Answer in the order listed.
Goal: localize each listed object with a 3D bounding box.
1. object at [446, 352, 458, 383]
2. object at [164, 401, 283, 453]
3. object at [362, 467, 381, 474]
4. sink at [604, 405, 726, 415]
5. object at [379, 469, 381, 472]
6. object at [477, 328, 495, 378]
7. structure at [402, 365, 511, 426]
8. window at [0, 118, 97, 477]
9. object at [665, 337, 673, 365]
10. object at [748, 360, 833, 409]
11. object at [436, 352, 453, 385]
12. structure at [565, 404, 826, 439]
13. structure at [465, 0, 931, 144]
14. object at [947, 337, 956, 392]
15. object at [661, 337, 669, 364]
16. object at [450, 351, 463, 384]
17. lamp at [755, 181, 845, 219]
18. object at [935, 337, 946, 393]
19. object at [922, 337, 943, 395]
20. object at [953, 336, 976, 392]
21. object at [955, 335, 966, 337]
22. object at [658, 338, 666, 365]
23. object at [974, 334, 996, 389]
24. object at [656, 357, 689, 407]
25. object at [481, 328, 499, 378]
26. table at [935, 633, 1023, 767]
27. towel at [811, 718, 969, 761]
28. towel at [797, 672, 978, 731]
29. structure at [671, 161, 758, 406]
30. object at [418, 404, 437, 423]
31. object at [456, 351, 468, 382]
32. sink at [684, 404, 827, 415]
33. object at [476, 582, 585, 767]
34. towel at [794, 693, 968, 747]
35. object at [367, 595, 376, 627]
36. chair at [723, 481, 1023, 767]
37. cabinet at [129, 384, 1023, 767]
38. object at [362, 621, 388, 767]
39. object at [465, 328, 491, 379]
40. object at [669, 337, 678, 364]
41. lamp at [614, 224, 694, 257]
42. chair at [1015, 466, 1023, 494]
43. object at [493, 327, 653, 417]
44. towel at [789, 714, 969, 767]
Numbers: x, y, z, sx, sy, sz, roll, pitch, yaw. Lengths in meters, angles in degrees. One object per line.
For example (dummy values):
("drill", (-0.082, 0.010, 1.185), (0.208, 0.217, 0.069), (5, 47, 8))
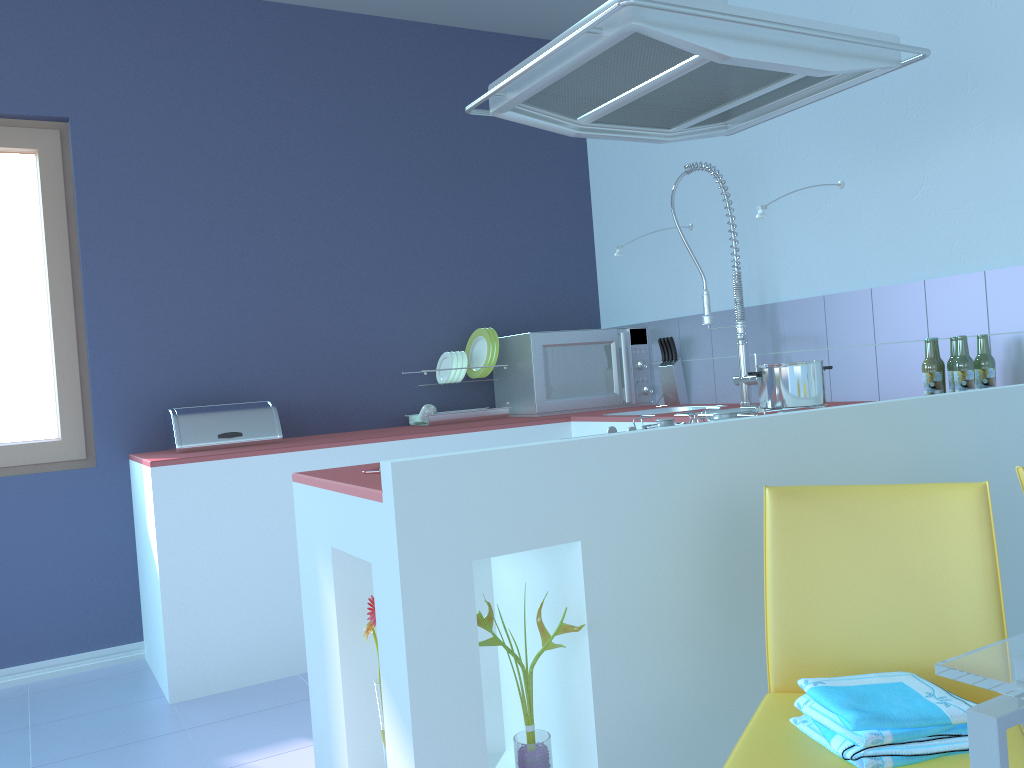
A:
("object", (-0.262, -0.068, 3.728), (0.039, 0.136, 0.140), (-5, 0, -33))
("object", (-1.044, 0.151, 3.209), (0.364, 0.153, 0.235), (-5, 0, -29))
("object", (-0.154, 0.166, 1.795), (0.269, 0.006, 0.151), (-4, 0, 23))
("sink", (0.591, 0.186, 3.394), (0.428, 0.172, 0.326), (-5, 0, -29))
("object", (-0.104, 0.156, 1.821), (0.375, 0.009, 0.041), (-5, 0, -32))
("object", (-0.130, -0.133, 3.814), (0.053, 0.214, 0.220), (-5, 0, -32))
("structure", (-0.229, 0.047, 3.742), (0.408, 0.225, 0.194), (-5, 0, -32))
("window", (-2.213, -0.274, 2.888), (1.475, 1.263, 0.142), (-5, 0, -29))
("object", (0.671, -0.067, 3.747), (0.038, 0.265, 0.019), (-5, 0, -20))
("object", (0.676, 0.001, 2.146), (0.157, 0.106, 0.170), (-4, 1, 44))
("object", (-0.282, -0.066, 3.715), (0.039, 0.136, 0.140), (-5, 0, -33))
("structure", (0.492, 0.093, 2.166), (0.600, 0.047, 0.500), (-5, 0, -29))
("structure", (0.397, -1.151, 2.150), (0.895, 0.962, 0.695), (-5, 0, -29))
("object", (1.238, -0.038, 2.463), (0.052, 0.187, 0.052), (-5, 0, -10))
("object", (0.660, -0.066, 3.768), (0.038, 0.265, 0.019), (-5, 0, -20))
("object", (-0.242, -0.070, 3.741), (0.039, 0.136, 0.140), (-5, 0, -33))
("lamp", (0.945, -0.607, 2.905), (0.400, 0.134, 0.037), (-5, 0, -29))
("object", (1.208, -0.037, 2.532), (0.052, 0.190, 0.052), (-4, 0, 26))
("object", (1.173, -0.034, 2.476), (0.052, 0.190, 0.052), (-4, 0, 26))
("object", (1.226, -0.036, 2.405), (0.052, 0.187, 0.052), (-5, 0, -10))
("object", (1.276, -0.042, 2.510), (0.052, 0.190, 0.052), (-4, 0, 26))
("object", (0.649, -0.065, 3.787), (0.037, 0.265, 0.019), (-5, 0, -39))
("object", (1.292, -0.042, 2.424), (0.052, 0.187, 0.052), (-5, 0, -10))
("object", (0.667, -0.008, 3.751), (0.109, 0.200, 0.100), (-5, 0, -29))
("object", (-0.112, -0.135, 3.826), (0.053, 0.214, 0.220), (-5, 0, -32))
("table", (1.144, 0.530, 0.883), (1.173, 0.590, 0.730), (-5, 0, -29))
("towel", (0.526, 0.474, 1.242), (0.201, 0.024, 0.195), (-4, 0, -4))
("towel", (0.525, 0.443, 1.247), (0.190, 0.033, 0.195), (-4, 0, -3))
("structure", (0.775, -0.374, 3.254), (0.178, 0.920, 0.308), (-5, 0, -31))
("object", (-0.354, 0.126, 3.718), (0.083, 0.082, 0.097), (-4, 0, 4))
("object", (-0.221, -0.071, 3.754), (0.039, 0.136, 0.140), (-5, 0, -33))
("sink", (0.822, 0.171, 2.980), (0.428, 0.172, 0.326), (-5, 0, -29))
("object", (0.026, 0.567, 1.564), (0.229, 0.423, 0.067), (-4, 0, 2))
("towel", (0.524, 0.459, 1.245), (0.192, 0.027, 0.195), (-5, 0, -8))
("object", (-0.220, 0.584, 1.601), (0.054, 0.427, 0.090), (-4, 0, 3))
("chair", (0.528, 0.518, 1.263), (0.387, 0.695, 0.484), (-4, 0, 24))
("cabinet", (0.090, 0.495, 2.808), (2.139, 0.800, 2.200), (-5, 0, -29))
("object", (-0.250, 0.617, 1.688), (0.050, 0.365, 0.085), (-5, 0, -31))
("object", (-0.148, -0.132, 3.803), (0.053, 0.214, 0.220), (-5, 0, -32))
("object", (0.682, -0.067, 3.726), (0.037, 0.265, 0.019), (-5, 0, -20))
("lamp", (0.573, -0.582, 3.575), (0.400, 0.134, 0.037), (-5, 0, -29))
("chair", (1.142, 0.469, 1.404), (0.387, 0.695, 0.484), (-5, 0, -27))
("object", (0.272, -0.055, 3.944), (0.611, 0.350, 0.367), (-5, 0, -29))
("towel", (0.523, 0.488, 1.246), (0.201, 0.024, 0.195), (-5, 0, -10))
